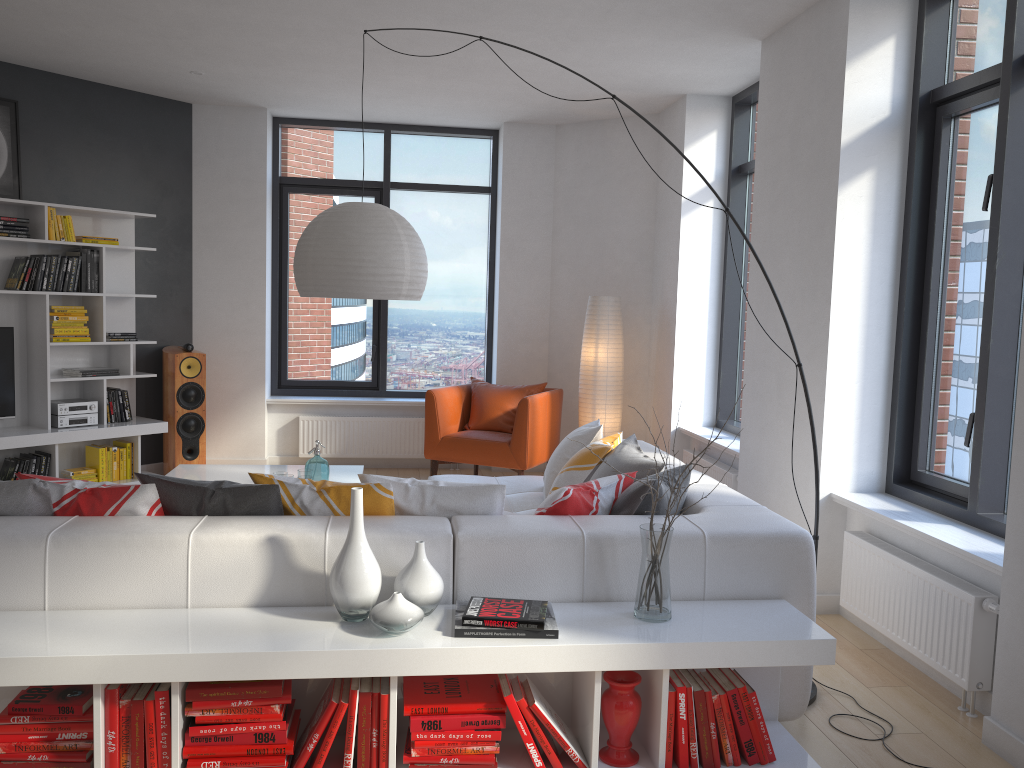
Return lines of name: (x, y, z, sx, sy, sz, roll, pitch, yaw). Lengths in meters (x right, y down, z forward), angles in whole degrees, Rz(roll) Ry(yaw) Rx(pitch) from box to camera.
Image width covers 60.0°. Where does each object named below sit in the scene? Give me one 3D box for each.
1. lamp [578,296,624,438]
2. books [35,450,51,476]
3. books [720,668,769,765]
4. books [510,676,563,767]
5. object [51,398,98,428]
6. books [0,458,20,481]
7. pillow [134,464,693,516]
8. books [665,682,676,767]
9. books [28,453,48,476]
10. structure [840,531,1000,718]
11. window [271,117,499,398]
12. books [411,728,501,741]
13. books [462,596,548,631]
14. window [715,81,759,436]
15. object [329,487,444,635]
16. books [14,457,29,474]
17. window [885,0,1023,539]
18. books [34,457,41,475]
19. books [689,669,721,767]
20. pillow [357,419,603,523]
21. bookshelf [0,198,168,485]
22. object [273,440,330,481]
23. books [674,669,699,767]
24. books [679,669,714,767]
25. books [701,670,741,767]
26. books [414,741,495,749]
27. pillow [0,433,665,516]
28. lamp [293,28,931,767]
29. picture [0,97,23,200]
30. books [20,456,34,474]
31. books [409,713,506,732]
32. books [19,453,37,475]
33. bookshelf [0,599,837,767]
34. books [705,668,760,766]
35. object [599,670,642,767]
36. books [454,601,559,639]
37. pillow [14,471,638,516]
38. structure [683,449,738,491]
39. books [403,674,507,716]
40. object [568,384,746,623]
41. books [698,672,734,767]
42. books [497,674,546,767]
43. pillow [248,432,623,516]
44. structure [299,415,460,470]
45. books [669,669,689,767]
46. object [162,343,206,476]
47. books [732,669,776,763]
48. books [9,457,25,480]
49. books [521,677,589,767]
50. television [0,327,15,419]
lamp: (0.819, 0.105, 6.823, 0.804, 1.550, 0.502, 6, 7, 42)
books: (-3.285, 0.604, 6.175, 0.197, 0.260, 0.066, 6, 6, 37)
books: (0.721, 1.028, 2.785, 0.116, 0.255, 0.198, 1, 5, -8)
books: (0.073, 1.028, 2.695, 0.148, 0.232, 0.171, 1, 5, -6)
object: (-3.180, 0.209, 6.378, 0.270, 0.174, 0.285, 6, 6, 37)
books: (-3.416, 0.628, 5.998, 0.182, 0.234, 0.104, 6, 6, 37)
pillow: (-0.278, 0.522, 3.301, 2.120, 0.436, 0.608, 1, 5, -12)
books: (0.462, 1.027, 2.727, 0.026, 0.250, 0.168, 1, 5, -8)
books: (-3.305, 0.610, 6.148, 0.191, 0.249, 0.084, 6, 6, 37)
structure: (1.658, 0.957, 3.652, 0.110, 0.460, 1.015, 1, 5, -8)
window: (-1.130, -1.082, 7.908, 1.960, 2.402, 0.170, 1, 5, -8)
books: (-0.168, 1.017, 2.675, 0.261, 0.027, 0.191, 1, 5, -4)
books: (-0.017, 0.684, 2.647, 0.238, 0.027, 0.188, 2, 5, 6)
window: (1.720, -0.813, 5.862, 0.170, 2.402, 1.310, 1, 5, -8)
object: (-0.384, 0.512, 2.663, 0.316, 0.398, 0.319, 3, 5, 16)
books: (-3.370, 0.626, 6.045, 0.169, 0.233, 0.081, 5, 6, 36)
window: (2.028, -0.603, 3.591, 0.170, 2.402, 1.310, 1, 5, -8)
books: (-3.324, 0.618, 6.116, 0.179, 0.243, 0.068, 5, 6, 36)
books: (0.593, 1.033, 2.749, 0.066, 0.247, 0.175, 1, 5, -8)
pillow: (0.012, 0.455, 4.131, 0.580, 0.456, 2.156, 3, 5, 18)
bookshelf: (-3.671, -0.178, 5.598, 0.455, 2.052, 3.000, 6, 6, 37)
object: (-1.123, 0.427, 4.718, 0.330, 0.265, 0.330, 3, 5, 16)
books: (0.529, 1.024, 2.741, 0.056, 0.262, 0.185, 1, 5, -8)
books: (0.562, 1.028, 2.755, 0.076, 0.252, 0.199, 1, 5, -8)
books: (0.650, 1.039, 2.766, 0.083, 0.233, 0.178, 1, 5, -8)
books: (-0.177, 1.043, 2.672, 0.236, 0.023, 0.178, 1, 5, -8)
pillow: (-0.740, 0.480, 3.563, 2.953, 0.453, 0.647, 0, 5, -20)
lamp: (0.480, -0.161, 3.474, 3.199, 2.647, 0.710, 4, 6, 28)
picture: (-3.781, -1.564, 5.617, 0.076, 0.707, 1.279, 6, 6, 37)
books: (-3.338, 0.622, 6.064, 0.172, 0.242, 0.069, 6, 6, 38)
books: (-0.172, 0.983, 2.688, 0.279, 0.039, 0.206, 1, 5, -9)
books: (-3.345, 0.612, 6.098, 0.192, 0.254, 0.075, 5, 6, 36)
bookshelf: (-0.357, 0.964, 2.649, 2.600, 0.500, 0.356, 1, 5, -8)
books: (0.688, 1.032, 2.778, 0.119, 0.249, 0.187, 1, 5, -8)
object: (0.333, 1.021, 2.718, 0.125, 0.258, 0.125, -1, 6, -30)
books: (-0.021, 0.708, 2.673, 0.300, 0.026, 0.245, 2, 5, -3)
pillow: (-0.601, 0.542, 3.251, 2.250, 0.449, 0.575, 1, 5, -10)
structure: (1.349, 0.747, 5.925, 0.110, 0.460, 1.015, 1, 5, -8)
books: (-0.180, 0.945, 2.708, 0.301, 0.032, 0.227, 1, 5, -8)
object: (0.482, 0.362, 2.686, 0.406, 0.744, 0.607, 5, 6, 32)
books: (0.626, 1.040, 2.759, 0.081, 0.230, 0.165, 1, 5, -8)
books: (0.026, 1.018, 2.694, 0.134, 0.248, 0.192, 1, 5, -8)
pillow: (-0.151, 0.492, 3.859, 0.630, 0.440, 2.095, 6, 6, 39)
structure: (-1.103, 0.512, 7.725, 1.474, 0.460, 0.110, 1, 5, -8)
books: (0.497, 1.019, 2.739, 0.050, 0.268, 0.198, 1, 5, -8)
object: (-2.623, 0.211, 7.046, 0.290, 1.088, 0.434, -2, 6, -38)
books: (0.754, 1.041, 2.793, 0.103, 0.230, 0.173, 1, 5, -8)
books: (-3.400, 0.627, 6.028, 0.187, 0.234, 0.096, 6, 6, 37)
books: (0.128, 1.036, 2.703, 0.186, 0.223, 0.188, 1, 5, -7)
television: (-3.768, -0.013, 5.673, 0.207, 0.704, 1.102, 6, 6, 37)
